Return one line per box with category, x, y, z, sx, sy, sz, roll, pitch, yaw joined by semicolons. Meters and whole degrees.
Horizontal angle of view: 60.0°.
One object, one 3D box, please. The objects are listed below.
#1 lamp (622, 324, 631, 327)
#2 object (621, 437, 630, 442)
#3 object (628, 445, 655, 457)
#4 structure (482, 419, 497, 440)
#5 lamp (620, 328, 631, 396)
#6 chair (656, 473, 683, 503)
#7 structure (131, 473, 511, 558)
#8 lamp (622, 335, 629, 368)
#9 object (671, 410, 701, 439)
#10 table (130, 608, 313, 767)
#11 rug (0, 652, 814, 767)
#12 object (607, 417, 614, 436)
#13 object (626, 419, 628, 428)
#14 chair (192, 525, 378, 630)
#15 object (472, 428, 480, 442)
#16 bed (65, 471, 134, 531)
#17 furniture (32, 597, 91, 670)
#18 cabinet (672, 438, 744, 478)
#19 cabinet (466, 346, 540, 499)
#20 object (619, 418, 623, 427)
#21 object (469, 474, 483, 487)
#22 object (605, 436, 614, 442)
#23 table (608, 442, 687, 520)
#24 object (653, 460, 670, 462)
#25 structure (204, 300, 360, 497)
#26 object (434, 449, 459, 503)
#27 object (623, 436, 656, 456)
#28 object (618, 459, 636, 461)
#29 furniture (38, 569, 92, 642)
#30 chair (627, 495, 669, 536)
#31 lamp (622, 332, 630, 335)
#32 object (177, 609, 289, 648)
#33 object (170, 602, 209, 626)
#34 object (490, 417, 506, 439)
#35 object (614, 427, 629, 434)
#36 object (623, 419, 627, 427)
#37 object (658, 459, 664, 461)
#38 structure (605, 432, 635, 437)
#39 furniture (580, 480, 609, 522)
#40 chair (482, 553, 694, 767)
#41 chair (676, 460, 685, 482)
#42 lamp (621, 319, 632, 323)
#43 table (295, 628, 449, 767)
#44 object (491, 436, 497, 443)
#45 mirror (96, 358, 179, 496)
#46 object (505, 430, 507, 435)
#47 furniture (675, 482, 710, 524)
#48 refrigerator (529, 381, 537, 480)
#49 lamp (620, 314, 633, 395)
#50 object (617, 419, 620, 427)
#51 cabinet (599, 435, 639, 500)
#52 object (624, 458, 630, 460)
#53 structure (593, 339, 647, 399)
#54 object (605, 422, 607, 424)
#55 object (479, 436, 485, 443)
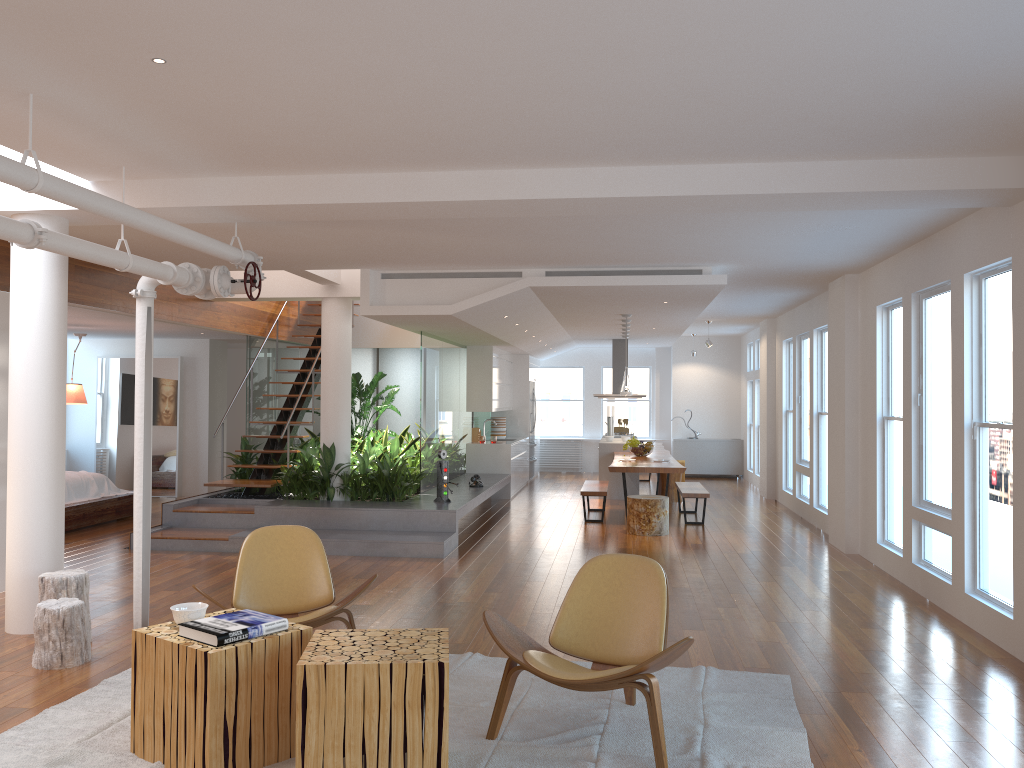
lamp;1.591;-0.370;12.361;0.160;1.060;0.160;0;-1;34
object;1.732;0.844;13.502;0.152;0.082;0.152;1;-1;-32
object;1.773;0.918;12.152;0.360;0.159;0.360;1;-1;-29
structure;-0.361;0.831;14.435;0.248;0.536;0.115;0;-1;7
lamp;1.681;-0.358;13.078;0.160;1.060;0.160;0;-1;34
chair;2.299;1.488;12.971;0.396;0.455;0.402;0;-1;-3
structure;-1.814;1.479;11.166;3.088;0.386;5.584;0;-1;7
lamp;1.860;-0.333;14.513;0.160;1.060;0.160;0;-1;34
object;3.361;0.770;17.016;0.590;0.563;0.210;1;-1;-22
table;-1.203;1.283;3.682;0.548;0.534;0.489;0;-1;37
rug;-0.578;1.507;3.427;3.525;0.057;3.478;0;-1;11
object;1.685;0.733;15.063;0.172;0.356;0.120;1;-1;-35
object;2.062;0.770;15.937;0.057;0.294;0.030;0;-1;7
chair;-1.150;1.192;4.740;0.856;0.752;0.867;0;-1;12
object;-0.556;0.788;13.710;0.104;0.222;0.200;0;-1;7
bed;-5.872;1.324;10.290;2.314;0.595;2.207;0;-1;7
furniture;-2.509;1.383;4.944;0.294;0.333;0.292;1;-1;-23
cabinet;3.744;1.416;17.000;1.309;0.725;0.420;0;-1;7
cabinet;-0.064;0.613;15.414;0.676;2.280;4.565;0;-1;7
object;1.959;0.768;15.929;0.057;0.299;0.019;0;-1;7
object;-0.466;1.217;11.179;0.216;0.155;0.181;1;-1;-28
object;1.500;0.845;13.656;0.152;0.082;0.152;1;-1;-44
table;1.923;1.359;13.149;0.893;0.704;5.996;0;-1;7
object;1.868;0.965;11.109;0.222;0.020;0.222;0;-1;-1
structure;-1.930;-0.595;11.885;2.552;4.265;4.591;0;-1;7
object;-0.694;0.986;9.482;0.318;0.565;0.134;-1;-1;43
object;1.750;0.856;12.170;0.394;0.284;0.292;1;-1;-29
object;1.456;0.964;11.208;0.222;0.020;0.222;1;-1;-42
furniture;-2.683;1.346;5.324;0.290;0.418;0.298;1;-1;-30
chair;1.506;1.452;9.830;0.460;0.400;0.460;0;-1;17
lamp;1.770;-0.345;13.796;0.160;1.060;0.160;0;-1;34
object;-1.134;0.992;3.614;0.279;0.048;0.334;0;-1;38
object;-1.356;0.976;3.727;0.152;0.082;0.152;1;-1;-32
object;-0.235;0.745;14.980;0.267;0.356;0.266;0;-1;33
object;1.926;0.847;15.942;0.353;0.157;0.084;0;-1;7
object;2.023;0.769;15.924;0.068;0.298;0.039;0;-1;7
object;1.868;0.958;11.109;0.070;0.030;0.079;1;-1;-40
structure;1.883;0.883;15.497;0.520;0.073;0.650;0;-1;7
furniture;1.058;1.483;11.235;0.316;0.389;1.433;0;-1;7
chair;0.399;1.185;3.823;0.867;0.752;0.856;1;-1;-33
chair;2.779;1.534;15.143;0.344;0.430;0.549;0;-1;11
lamp;1.501;-0.383;11.644;0.160;1.060;0.160;0;-1;34
table;-0.522;1.283;3.448;0.548;0.534;0.489;0;-1;-4
object;-0.276;0.837;13.354;0.094;0.106;0.094;0;-1;13
mirror;-5.586;0.635;13.202;1.267;2.044;0.049;0;-1;7
object;-0.221;0.835;15.365;0.284;0.196;0.265;1;-1;-41
furniture;2.241;1.487;11.087;0.316;0.389;1.433;0;-1;7
refrigerator;0.082;0.842;16.141;0.725;1.772;0.908;0;-1;7
lamp;1.411;-0.396;10.926;0.160;1.060;0.160;0;-1;34
object;1.928;0.768;15.953;0.061;0.299;0.040;0;-1;5
cabinet;1.765;1.318;14.577;0.597;0.832;2.936;0;-1;7
object;1.456;0.958;11.208;0.070;0.030;0.079;1;-1;-30
structure;1.890;-0.448;15.492;0.909;1.405;0.900;0;-1;7
object;1.773;0.785;15.970;0.199;0.259;0.016;0;-1;18
object;-0.450;0.838;13.423;0.094;0.106;0.094;0;-1;13
